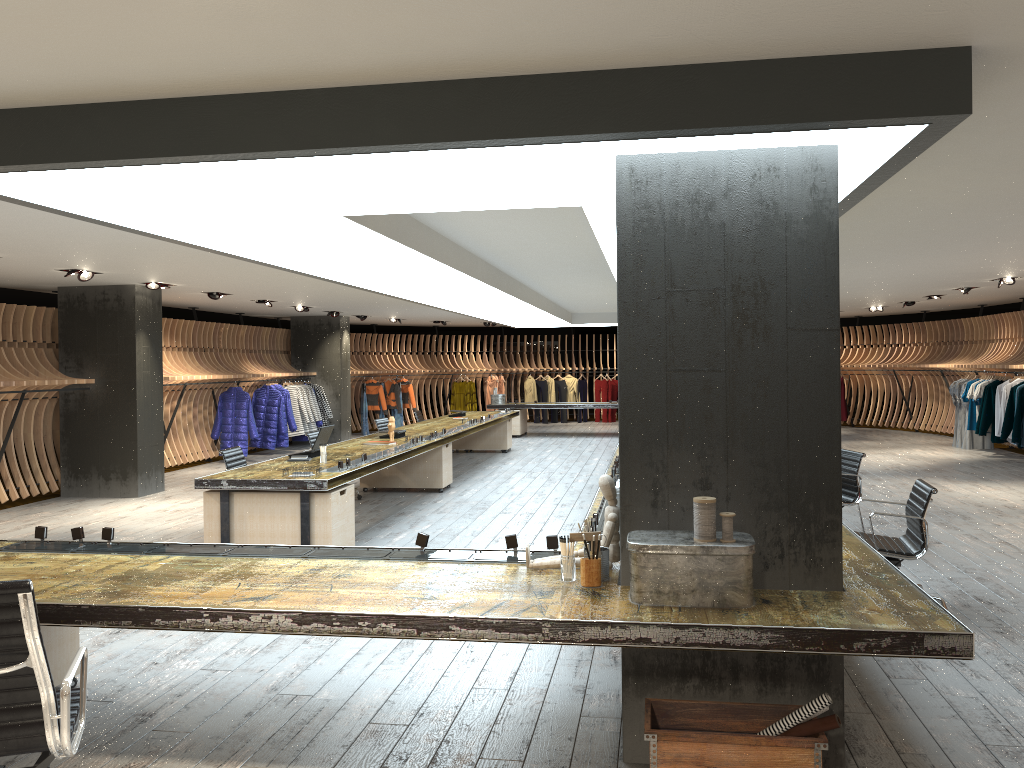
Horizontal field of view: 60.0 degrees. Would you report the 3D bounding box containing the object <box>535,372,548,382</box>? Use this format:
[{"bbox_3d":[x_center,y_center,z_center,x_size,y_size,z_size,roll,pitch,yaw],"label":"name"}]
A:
[{"bbox_3d":[0.812,-0.200,24.963,0.525,0.270,0.012,0,1,44],"label":"object"}]

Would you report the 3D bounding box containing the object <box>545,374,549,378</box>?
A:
[{"bbox_3d":[1.005,-0.203,25.012,0.012,0.270,0.525,-1,1,-36],"label":"object"}]

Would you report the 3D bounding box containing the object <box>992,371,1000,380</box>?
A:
[{"bbox_3d":[8.400,-0.081,15.333,0.524,0.284,0.014,0,0,19],"label":"object"}]

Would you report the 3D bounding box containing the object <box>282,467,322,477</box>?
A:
[{"bbox_3d":[-1.775,0.749,7.508,0.302,0.074,0.217,-1,1,4],"label":"object"}]

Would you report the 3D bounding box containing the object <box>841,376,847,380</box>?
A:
[{"bbox_3d":[7.963,-0.223,21.808,0.525,0.270,0.012,-1,0,9],"label":"object"}]

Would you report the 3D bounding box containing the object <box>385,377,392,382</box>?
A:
[{"bbox_3d":[-3.117,-0.092,22.381,0.525,0.270,0.012,0,1,29],"label":"object"}]

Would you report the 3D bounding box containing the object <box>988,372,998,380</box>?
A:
[{"bbox_3d":[8.475,-0.087,15.611,0.524,0.285,0.013,-1,0,4],"label":"object"}]

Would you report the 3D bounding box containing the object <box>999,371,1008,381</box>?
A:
[{"bbox_3d":[8.392,-0.082,15.147,0.525,0.270,0.012,-1,0,9],"label":"object"}]

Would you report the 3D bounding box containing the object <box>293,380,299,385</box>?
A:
[{"bbox_3d":[-4.439,0.032,18.275,0.518,0.313,0.012,-1,0,9],"label":"object"}]

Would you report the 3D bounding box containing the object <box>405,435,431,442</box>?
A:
[{"bbox_3d":[-1.145,0.668,10.823,0.302,0.074,0.217,-1,1,4],"label":"object"}]

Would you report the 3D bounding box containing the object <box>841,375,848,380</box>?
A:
[{"bbox_3d":[8.007,-0.222,21.717,0.525,0.270,0.012,-1,0,-16],"label":"object"}]

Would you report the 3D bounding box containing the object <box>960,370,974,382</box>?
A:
[{"bbox_3d":[8.613,-0.121,16.651,0.525,0.270,0.012,-1,0,-1],"label":"object"}]

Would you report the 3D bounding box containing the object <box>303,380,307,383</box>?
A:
[{"bbox_3d":[-4.358,0.029,18.806,0.516,0.316,0.012,-1,0,9],"label":"object"}]

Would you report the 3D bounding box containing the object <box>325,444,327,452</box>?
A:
[{"bbox_3d":[-1.798,0.662,8.535,0.030,0.170,0.007,-1,0,-24],"label":"object"}]

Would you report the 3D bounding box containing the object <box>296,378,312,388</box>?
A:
[{"bbox_3d":[-4.411,0.027,18.452,0.518,0.313,0.012,-1,0,9],"label":"object"}]

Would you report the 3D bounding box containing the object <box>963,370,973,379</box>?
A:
[{"bbox_3d":[8.644,-0.124,16.793,0.525,0.270,0.012,0,0,24],"label":"object"}]

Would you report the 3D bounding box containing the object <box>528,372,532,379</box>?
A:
[{"bbox_3d":[0.510,-0.193,24.893,0.012,0.270,0.525,-1,1,-26],"label":"object"}]

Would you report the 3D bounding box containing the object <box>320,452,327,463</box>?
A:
[{"bbox_3d":[-1.817,0.707,8.540,0.061,0.111,0.061,0,1,43],"label":"object"}]

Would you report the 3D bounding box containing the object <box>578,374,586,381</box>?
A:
[{"bbox_3d":[1.992,-0.222,25.117,0.012,0.270,0.525,-1,1,34],"label":"object"}]

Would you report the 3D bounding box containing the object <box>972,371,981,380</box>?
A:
[{"bbox_3d":[8.591,-0.114,16.341,0.525,0.270,0.012,-1,0,-6],"label":"object"}]

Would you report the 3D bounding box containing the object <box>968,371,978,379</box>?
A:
[{"bbox_3d":[8.599,-0.117,16.515,0.525,0.270,0.012,0,0,24],"label":"object"}]

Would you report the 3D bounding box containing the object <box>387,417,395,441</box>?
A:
[{"bbox_3d":[-1.475,0.552,10.844,0.097,0.300,0.320,-1,1,-7],"label":"object"}]

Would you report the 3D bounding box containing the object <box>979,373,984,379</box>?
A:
[{"bbox_3d":[8.540,-0.105,16.039,0.525,0.270,0.012,0,1,34],"label":"object"}]

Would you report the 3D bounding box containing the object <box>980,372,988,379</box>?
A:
[{"bbox_3d":[8.481,-0.095,15.912,0.523,0.288,0.015,0,0,19],"label":"object"}]

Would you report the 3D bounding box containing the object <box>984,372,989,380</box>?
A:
[{"bbox_3d":[8.492,-0.099,15.803,0.525,0.270,0.012,0,0,14],"label":"object"}]

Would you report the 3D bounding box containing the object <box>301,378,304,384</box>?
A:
[{"bbox_3d":[-4.438,0.004,18.658,0.525,0.270,0.012,-1,0,9],"label":"object"}]

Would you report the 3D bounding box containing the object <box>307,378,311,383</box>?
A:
[{"bbox_3d":[-4.331,0.023,18.992,0.518,0.313,0.012,-1,0,9],"label":"object"}]

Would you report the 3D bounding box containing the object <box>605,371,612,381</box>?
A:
[{"bbox_3d":[2.690,-0.229,25.105,0.012,0.270,0.525,-1,1,-21],"label":"object"}]

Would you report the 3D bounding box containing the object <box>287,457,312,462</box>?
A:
[{"bbox_3d":[-2.101,0.746,8.762,0.213,0.019,0.219,-1,1,-6],"label":"object"}]

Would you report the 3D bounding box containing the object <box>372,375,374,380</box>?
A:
[{"bbox_3d":[-3.451,-0.079,21.891,0.525,0.270,0.012,0,0,24],"label":"object"}]

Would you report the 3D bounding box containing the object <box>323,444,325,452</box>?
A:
[{"bbox_3d":[-1.811,0.662,8.520,0.030,0.170,0.007,-1,0,29],"label":"object"}]

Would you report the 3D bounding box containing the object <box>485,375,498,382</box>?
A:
[{"bbox_3d":[-0.568,-0.174,24.508,0.525,0.270,0.012,0,1,44],"label":"object"}]

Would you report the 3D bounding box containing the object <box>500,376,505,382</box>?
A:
[{"bbox_3d":[-0.304,-0.179,24.609,0.012,0.270,0.525,-1,1,-26],"label":"object"}]

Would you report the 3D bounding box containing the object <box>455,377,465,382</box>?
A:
[{"bbox_3d":[-1.403,-0.149,24.031,0.525,0.270,0.012,0,1,39],"label":"object"}]

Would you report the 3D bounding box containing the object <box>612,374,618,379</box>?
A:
[{"bbox_3d":[2.978,-0.232,25.077,0.012,0.270,0.525,-1,1,-41],"label":"object"}]

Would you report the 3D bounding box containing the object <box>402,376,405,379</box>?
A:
[{"bbox_3d":[-2.787,-0.108,22.811,0.525,0.270,0.012,0,1,39],"label":"object"}]

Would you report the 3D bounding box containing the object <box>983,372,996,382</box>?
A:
[{"bbox_3d":[8.501,-0.092,15.713,0.523,0.290,0.013,-1,0,4],"label":"object"}]

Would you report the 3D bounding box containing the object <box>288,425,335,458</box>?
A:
[{"bbox_3d":[-2.060,0.589,9.117,0.365,0.316,0.373,-1,1,9],"label":"object"}]

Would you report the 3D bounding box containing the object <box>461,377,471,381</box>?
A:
[{"bbox_3d":[-1.253,-0.153,24.136,0.525,0.270,0.012,0,1,39],"label":"object"}]

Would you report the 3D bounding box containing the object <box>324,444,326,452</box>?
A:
[{"bbox_3d":[-1.803,0.662,8.526,0.030,0.170,0.007,-1,0,3],"label":"object"}]

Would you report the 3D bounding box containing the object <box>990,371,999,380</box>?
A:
[{"bbox_3d":[8.443,-0.095,15.501,0.525,0.270,0.012,-1,0,-6],"label":"object"}]

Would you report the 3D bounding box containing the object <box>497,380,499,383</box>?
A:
[{"bbox_3d":[-0.460,-0.176,24.559,0.012,0.270,0.525,-1,1,-21],"label":"object"}]

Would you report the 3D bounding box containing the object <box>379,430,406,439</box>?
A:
[{"bbox_3d":[-1.534,0.646,11.398,0.262,0.088,0.373,-1,1,9],"label":"object"}]

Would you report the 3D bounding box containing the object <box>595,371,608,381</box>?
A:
[{"bbox_3d":[2.524,-0.227,25.118,0.012,0.270,0.525,-1,1,-36],"label":"object"}]

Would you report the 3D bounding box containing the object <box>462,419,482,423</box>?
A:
[{"bbox_3d":[-0.635,0.590,14.002,0.302,0.071,0.209,-1,1,4],"label":"object"}]

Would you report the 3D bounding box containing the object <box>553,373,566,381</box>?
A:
[{"bbox_3d":[1.308,-0.208,25.047,0.525,0.270,0.012,0,1,34],"label":"object"}]
